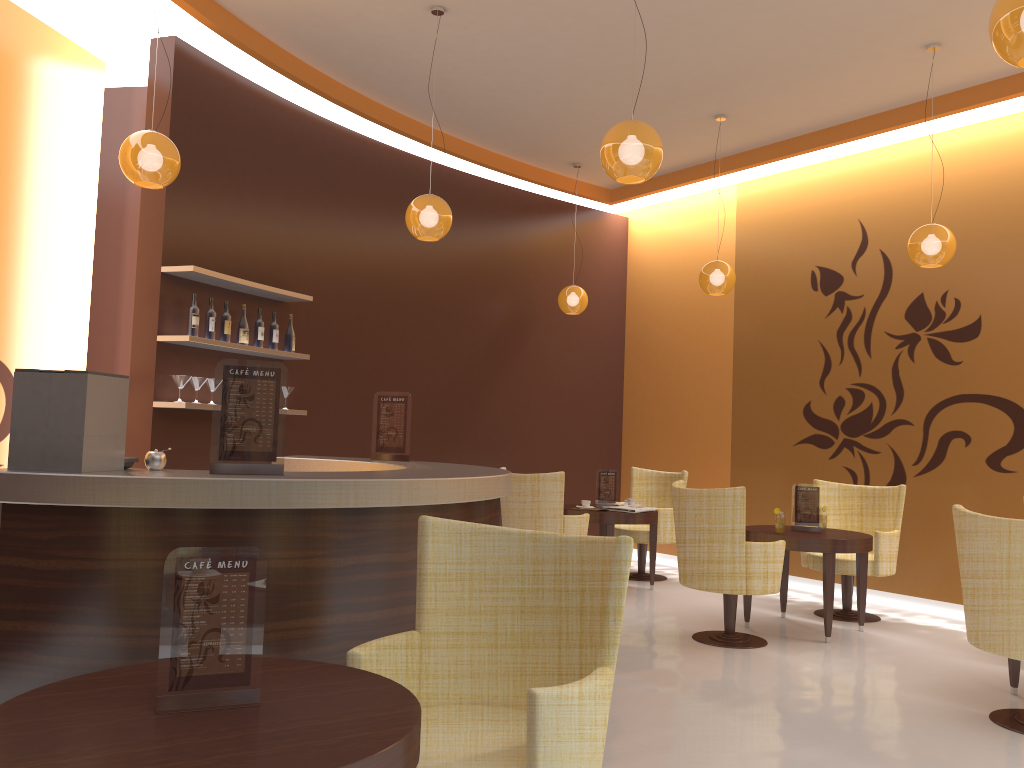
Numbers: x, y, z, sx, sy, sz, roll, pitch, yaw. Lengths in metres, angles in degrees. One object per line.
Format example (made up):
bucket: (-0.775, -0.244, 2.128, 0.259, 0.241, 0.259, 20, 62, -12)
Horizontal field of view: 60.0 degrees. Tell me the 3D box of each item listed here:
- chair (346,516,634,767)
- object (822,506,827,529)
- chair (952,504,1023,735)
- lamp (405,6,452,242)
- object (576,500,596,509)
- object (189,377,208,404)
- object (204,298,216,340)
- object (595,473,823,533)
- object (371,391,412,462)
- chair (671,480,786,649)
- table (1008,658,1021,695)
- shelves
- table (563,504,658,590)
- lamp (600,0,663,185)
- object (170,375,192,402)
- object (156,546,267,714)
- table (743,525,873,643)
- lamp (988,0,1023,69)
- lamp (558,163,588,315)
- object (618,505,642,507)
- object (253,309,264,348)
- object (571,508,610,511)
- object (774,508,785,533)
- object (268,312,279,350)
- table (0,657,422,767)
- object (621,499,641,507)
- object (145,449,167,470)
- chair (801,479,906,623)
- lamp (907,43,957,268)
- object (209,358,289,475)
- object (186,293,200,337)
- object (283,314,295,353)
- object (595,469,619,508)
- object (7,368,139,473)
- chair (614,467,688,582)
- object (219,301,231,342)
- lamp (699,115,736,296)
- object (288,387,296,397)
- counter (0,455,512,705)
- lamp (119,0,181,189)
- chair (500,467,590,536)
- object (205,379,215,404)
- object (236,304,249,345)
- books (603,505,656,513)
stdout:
chair: (-0.067, 0.906, 2.429, 0.729, 1.017, 0.685, 0, -4, 31)
object: (2.269, 0.976, 6.481, 0.067, 0.171, 0.072, 1, -3, 10)
chair: (2.510, 1.105, 4.184, 0.685, 1.017, 0.729, 5, -4, -40)
lamp: (-0.505, -1.666, 5.666, 0.299, 1.500, 0.299, 3, -4, -19)
object: (0.624, 1.021, 7.497, 0.153, 0.069, 0.153, 3, -3, -11)
object: (-2.076, 0.044, 5.841, 0.137, 0.174, 0.137, 1, -4, 18)
object: (-2.021, -0.430, 5.944, 0.073, 0.297, 0.073, 2, -3, 0)
object: (1.490, 0.896, 7.014, 0.187, 0.335, 2.090, 5, -4, -41)
object: (-0.722, 0.253, 5.316, 0.258, 0.414, 0.052, 1, -4, 22)
chair: (1.392, 1.159, 5.787, 0.685, 1.017, 0.729, 3, -4, -20)
table: (3.087, 1.327, 4.714, 0.872, 0.679, 0.874, 2, -3, -1)
shelves: (-2.206, -0.370, 4.507, 0.586, 0.902, 4.744, 2, -3, 10)
table: (0.815, 1.420, 7.686, 0.872, 0.679, 0.874, 2, -3, -1)
lamp: (0.588, -1.711, 4.237, 0.299, 1.500, 0.299, 0, -4, 31)
object: (-2.130, 0.034, 5.696, 0.137, 0.174, 0.137, 1, -4, 18)
object: (-0.633, 0.515, 1.880, 0.209, 0.335, 0.042, 4, -4, -23)
table: (2.058, 1.379, 6.231, 0.872, 0.679, 0.874, 2, -3, -6)
lamp: (1.681, -1.755, 2.808, 0.299, 1.500, 0.299, 4, -4, -26)
lamp: (0.624, -1.440, 8.790, 0.299, 1.500, 0.299, 5, -4, -37)
object: (1.083, 1.093, 7.929, 0.239, 0.021, 0.464, 5, -4, -41)
object: (-1.828, -0.396, 6.405, 0.073, 0.297, 0.073, 2, -3, 0)
object: (0.610, 1.049, 7.481, 0.239, 0.021, 0.464, 4, -4, -24)
object: (1.835, 0.935, 6.069, 0.067, 0.171, 0.072, 0, -4, 35)
object: (-1.760, -0.385, 6.548, 0.073, 0.297, 0.073, 2, -3, 0)
table: (-0.640, 1.020, 1.839, 0.872, 0.679, 0.874, 2, -3, 9)
object: (1.066, 1.063, 7.925, 0.153, 0.069, 0.153, 0, -4, 36)
object: (-1.318, 0.280, 3.281, 0.075, 0.077, 0.075, 1, -4, 21)
chair: (2.608, 1.264, 6.821, 0.729, 1.017, 0.685, -1, -4, 41)
lamp: (2.810, -1.529, 5.931, 0.299, 1.500, 0.299, 3, -3, -12)
object: (-0.948, 0.120, 3.208, 0.258, 0.414, 0.052, 4, -4, -23)
object: (-2.078, -0.442, 5.783, 0.073, 0.297, 0.073, 2, -3, 0)
object: (-1.680, -0.378, 6.706, 0.086, 0.303, 0.086, 4, -4, -23)
object: (0.835, 0.917, 7.766, 0.209, 0.335, 0.042, 3, -3, -14)
object: (-1.529, 0.132, 3.151, 0.270, 0.340, 0.373, 2, -3, 8)
chair: (1.275, 1.307, 8.365, 0.685, 1.017, 0.729, 5, -4, -38)
object: (-1.967, -0.419, 6.090, 0.073, 0.297, 0.073, 5, -4, -40)
lamp: (1.717, -1.484, 7.360, 0.299, 1.500, 0.299, 2, -3, 5)
object: (-1.706, 0.109, 6.683, 0.137, 0.174, 0.137, 0, -4, 28)
counter: (-0.818, 0.940, 4.165, 1.586, 1.100, 2.917, 2, -3, 8)
lamp: (-1.854, -1.777, 4.638, 0.299, 1.500, 0.299, 3, -4, -19)
chair: (0.238, 1.197, 7.155, 0.685, 1.017, 0.729, 5, -4, -40)
object: (-2.022, 0.055, 5.987, 0.137, 0.174, 0.137, 0, -4, 28)
object: (-1.900, -0.412, 6.264, 0.086, 0.303, 0.086, 0, -4, 36)
books: (0.995, 1.058, 7.506, 0.345, 0.035, 0.367, -1, -5, 43)
